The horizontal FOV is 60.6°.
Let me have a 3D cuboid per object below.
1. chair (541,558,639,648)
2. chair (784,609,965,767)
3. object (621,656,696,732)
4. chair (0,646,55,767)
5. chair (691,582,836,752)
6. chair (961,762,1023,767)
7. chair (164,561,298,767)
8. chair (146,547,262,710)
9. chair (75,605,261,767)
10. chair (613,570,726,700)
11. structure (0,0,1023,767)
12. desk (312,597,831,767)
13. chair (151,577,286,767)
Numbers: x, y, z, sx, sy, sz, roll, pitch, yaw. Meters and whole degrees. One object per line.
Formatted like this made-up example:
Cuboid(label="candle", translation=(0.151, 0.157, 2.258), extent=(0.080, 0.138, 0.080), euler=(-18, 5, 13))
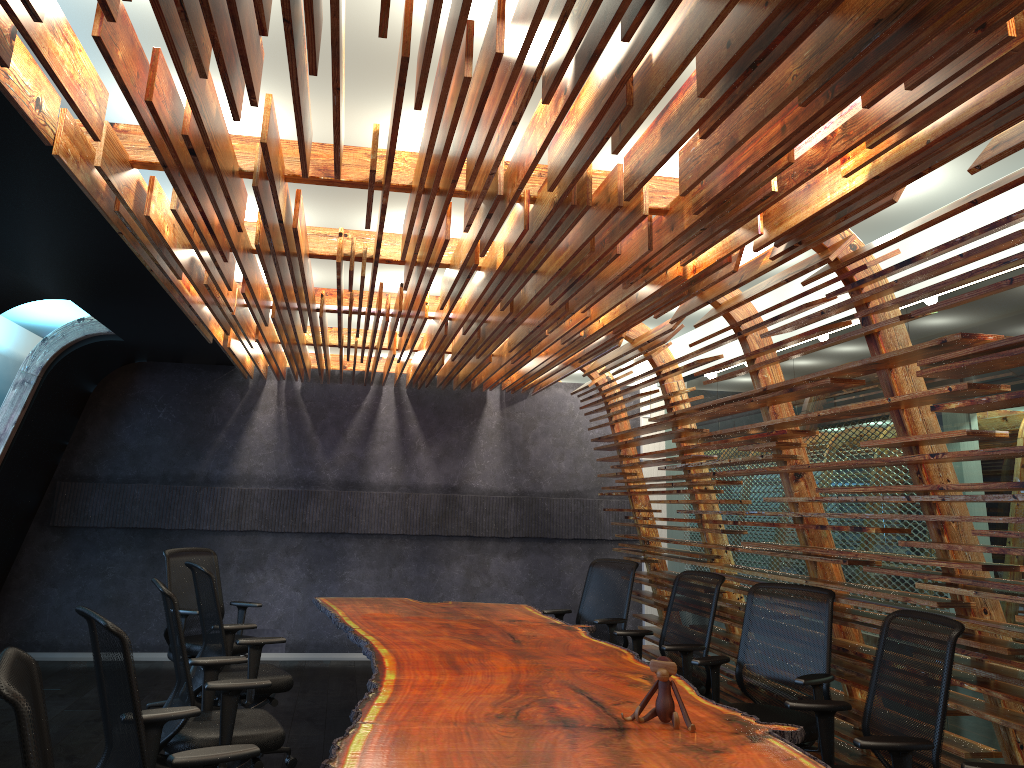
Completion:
Cuboid(label="chair", translation=(0.556, 2.036, 6.952), extent=(0.786, 1.274, 0.800), euler=(11, -16, -34))
Cuboid(label="chair", translation=(1.405, 1.584, 3.579), extent=(0.796, 1.274, 0.790), euler=(3, -14, -5))
Cuboid(label="object", translation=(0.591, 1.206, 3.453), extent=(0.305, 0.252, 0.125), euler=(-5, -16, 31))
Cuboid(label="chair", translation=(-0.913, 1.309, 2.126), extent=(0.790, 1.274, 0.796), euler=(8, -15, -25))
Cuboid(label="chair", translation=(1.361, 1.752, 4.770), extent=(0.783, 1.274, 0.803), euler=(13, -17, -39))
Cuboid(label="chair", translation=(1.602, 1.454, 2.618), extent=(0.795, 1.274, 0.791), euler=(-2, -14, 15))
Cuboid(label="chair", translation=(-1.684, 1.765, 5.509), extent=(0.788, 1.274, 0.798), euler=(10, -16, -30))
Cuboid(label="chair", translation=(-2.308, 1.928, 6.794), extent=(0.793, 1.274, 0.793), euler=(-4, -15, 24))
Cuboid(label="chair", translation=(-1.179, 1.440, 3.107), extent=(0.785, 1.274, 0.801), euler=(11, -16, -34))
Cuboid(label="chair", translation=(0.959, 1.882, 5.775), extent=(0.792, 1.274, 0.794), euler=(6, -14, -19))
Cuboid(label="structure", translation=(0.168, 0.604, 4.461), extent=(4.520, 3.074, 11.187), euler=(4, -9, -10))
Cuboid(label="desk", translation=(-0.137, 1.885, 4.555), extent=(2.032, 0.840, 6.494), euler=(3, -8, -10))
Cuboid(label="chair", translation=(-1.401, 1.596, 4.253), extent=(0.790, 1.274, 0.796), euler=(8, -15, -25))
